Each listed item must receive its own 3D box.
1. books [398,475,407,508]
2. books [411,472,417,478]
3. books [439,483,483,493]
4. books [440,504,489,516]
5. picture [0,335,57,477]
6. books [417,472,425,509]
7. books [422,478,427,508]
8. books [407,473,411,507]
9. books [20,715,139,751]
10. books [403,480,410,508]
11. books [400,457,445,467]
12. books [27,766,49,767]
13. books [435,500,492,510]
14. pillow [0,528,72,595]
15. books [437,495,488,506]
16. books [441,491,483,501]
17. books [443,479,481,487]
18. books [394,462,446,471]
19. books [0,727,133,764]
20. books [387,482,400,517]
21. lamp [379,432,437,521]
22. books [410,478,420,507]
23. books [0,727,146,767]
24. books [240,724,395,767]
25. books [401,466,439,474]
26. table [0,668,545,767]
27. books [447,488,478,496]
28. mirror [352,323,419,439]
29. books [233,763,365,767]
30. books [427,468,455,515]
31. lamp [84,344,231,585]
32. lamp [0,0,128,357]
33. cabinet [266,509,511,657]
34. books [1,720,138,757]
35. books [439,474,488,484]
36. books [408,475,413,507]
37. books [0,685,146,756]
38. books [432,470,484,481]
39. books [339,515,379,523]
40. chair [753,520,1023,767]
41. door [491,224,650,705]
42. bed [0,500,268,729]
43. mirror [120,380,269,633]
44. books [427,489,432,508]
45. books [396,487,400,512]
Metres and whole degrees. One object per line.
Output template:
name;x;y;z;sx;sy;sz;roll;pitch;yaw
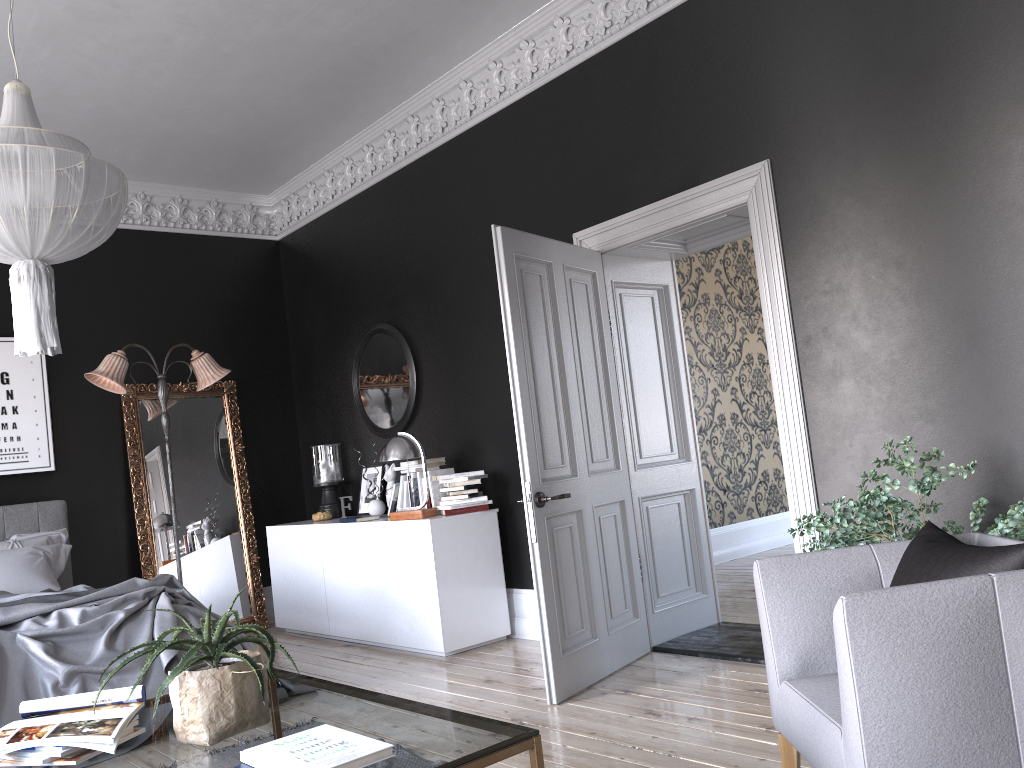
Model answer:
books;-0.731;0.810;6.500;0.220;0.296;0.127;-3;-5;-41
books;-0.614;0.780;6.363;0.220;0.307;0.024;-3;-5;-41
books;-0.344;0.704;6.032;0.193;0.030;0.289;-9;-5;23
books;-0.325;0.848;5.983;0.294;0.038;0.235;-6;-5;-14
picture;-3.904;0.165;6.682;0.791;1.077;0.014;-3;-5;-41
books;-0.564;0.769;6.303;0.220;0.307;0.024;-3;-5;-41
books;-0.541;0.788;6.282;0.195;0.258;0.026;-3;-5;-41
books;-0.650;0.791;6.448;0.221;0.306;0.030;-3;-5;-41
books;-1.210;0.924;2.356;0.319;0.011;0.253;-9;-5;21
books;-0.706;0.825;6.475;0.195;0.256;0.092;-3;-5;-41
books;-0.647;0.566;6.428;0.220;0.030;0.307;-4;-6;-31
books;-1.222;0.976;2.366;0.162;0.023;0.232;-3;-6;-40
books;-0.326;0.818;5.995;0.319;0.025;0.229;-4;-6;-31
pillow;-3.862;1.328;5.937;1.829;0.759;0.681;-3;-6;-41
books;-0.341;0.792;6.023;0.318;0.031;0.229;-6;-5;-11
books;-0.339;0.764;6.034;0.203;0.029;0.269;-8;-5;19
books;-0.341;0.673;6.034;0.220;0.030;0.307;-6;-5;-11
books;-0.664;0.594;6.407;0.308;0.024;0.220;-11;-6;39
books;-1.213;0.945;2.348;0.319;0.011;0.252;-10;-6;31
books;-0.807;0.847;6.547;0.203;0.246;0.159;-3;-5;-41
lamp;-0.721;0.620;6.019;0.341;0.590;0.328;-9;-4;29
books;-0.625;0.797;6.316;0.204;0.269;0.029;-3;-5;-41
books;-1.177;0.950;2.320;0.318;0.011;0.253;-8;-5;16
books;-0.436;0.822;1.973;0.220;0.024;0.308;-3;-6;-41
books;-0.664;0.620;6.411;0.195;0.026;0.259;-4;-6;-31
table;-0.780;1.211;2.266;1.092;0.557;1.452;-3;-6;-41
books;-0.341;0.735;6.045;0.193;0.030;0.290;-6;-5;-10
mirror;-1.034;-0.023;7.113;0.061;0.923;0.926;-4;-5;-41
books;-0.485;0.852;1.931;0.290;0.030;0.193;-10;-6;33
books;-0.477;0.750;6.202;0.220;0.307;0.050;-3;-5;-41
lamp;-2.620;0.878;6.847;0.986;2.408;0.774;-6;-4;-8
lamp;-2.057;-1.127;3.699;0.782;2.046;0.784;-7;-4;3
cabinet;-1.028;1.455;6.694;0.570;0.881;2.401;-3;-6;-41
books;-1.203;0.932;2.338;0.319;0.011;0.253;-9;-5;21
books;-0.330;0.646;6.051;0.220;0.024;0.307;-9;-5;24
books;-0.649;0.793;6.368;0.193;0.289;0.030;-3;-5;-41
books;-1.160;0.890;2.310;0.322;0.109;0.273;-6;-5;-6
books;-0.368;0.623;6.032;0.306;0.030;0.221;-5;-5;-21
books;-1.119;0.989;6.501;0.193;0.030;0.290;-3;-6;-35
chair;1.181;0.849;2.435;0.770;0.861;0.820;-7;-4;0
door;0.372;0.374;4.792;0.216;2.371;1.097;-9;-5;36
bed;-3.169;1.359;5.047;3.289;1.296;2.765;-10;-6;38
mirror;-2.667;1.054;7.485;0.991;2.189;0.255;-3;-5;-41
books;-0.502;0.761;6.235;0.235;0.295;0.038;-3;-5;-41
books;-0.757;0.842;6.536;0.195;0.244;0.132;-3;-5;-41
